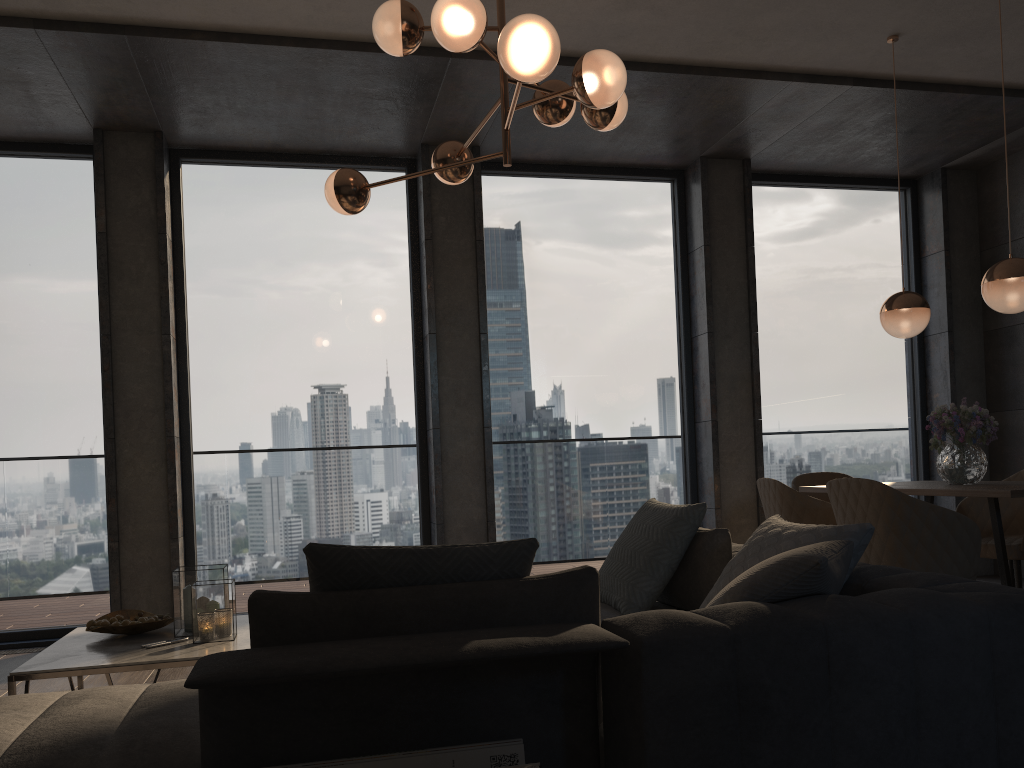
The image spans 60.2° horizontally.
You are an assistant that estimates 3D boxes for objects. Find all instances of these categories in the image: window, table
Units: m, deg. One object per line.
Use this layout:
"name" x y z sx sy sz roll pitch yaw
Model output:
"window" -0.394 0.012 5.880 7.259 2.998 0.199 -1 -1 -14
"table" -1.324 1.154 3.488 0.929 0.308 0.935 -1 -5 -14
"table" 2.112 0.857 4.154 0.768 0.767 1.473 -2 -4 -14

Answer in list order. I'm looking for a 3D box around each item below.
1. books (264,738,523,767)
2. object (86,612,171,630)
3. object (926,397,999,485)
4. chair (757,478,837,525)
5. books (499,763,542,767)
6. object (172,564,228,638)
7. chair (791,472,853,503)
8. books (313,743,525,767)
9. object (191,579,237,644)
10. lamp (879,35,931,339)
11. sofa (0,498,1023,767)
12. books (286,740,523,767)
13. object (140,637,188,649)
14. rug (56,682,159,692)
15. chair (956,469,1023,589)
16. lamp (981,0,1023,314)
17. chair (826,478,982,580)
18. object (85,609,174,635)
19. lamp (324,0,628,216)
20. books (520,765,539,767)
"books" -0.242 0.920 1.755 0.567 0.355 0.062 -1 -1 -14
"object" -1.551 0.980 3.588 0.323 0.072 0.279 0 -6 -24
"object" 2.119 0.268 4.153 0.328 0.408 0.299 0 -3 -43
"chair" 1.492 0.863 4.294 0.510 0.835 0.557 -2 -2 -4
"books" -0.220 0.908 1.642 0.567 0.355 0.064 -1 -1 -14
"object" -1.263 0.877 3.596 0.196 0.260 0.200 -2 -2 -14
"chair" 1.899 0.919 5.047 0.555 0.835 0.512 -2 -2 -9
"books" -0.238 0.918 1.721 0.567 0.353 0.079 -1 -1 -14
"object" -1.149 0.874 3.410 0.149 0.220 0.149 -2 -2 -14
"lamp" 1.980 -1.003 4.516 0.239 1.542 0.239 -2 0 -8
"sofa" -0.263 0.801 2.651 2.908 0.782 2.033 -1 -5 -14
"books" -0.241 0.919 1.739 0.567 0.354 0.068 -1 -1 -14
"object" -1.308 0.978 3.338 0.046 0.012 0.181 -6 -7 37
"rug" -0.847 1.281 3.353 3.140 0.020 1.738 -1 -6 -14
"chair" 2.618 0.841 4.547 0.510 0.835 0.557 -2 -2 -19
"lamp" 2.144 -1.076 3.835 0.239 1.542 0.239 -2 -1 -38
"chair" 1.638 0.799 3.700 0.510 0.835 0.557 -2 -2 -19
"object" -1.543 0.977 3.592 0.346 0.083 0.349 1 -6 -36
"lamp" -0.022 -1.280 3.410 1.014 1.036 1.470 0 -4 -37
"books" -0.224 0.907 1.627 0.567 0.355 0.064 -1 -1 -14
